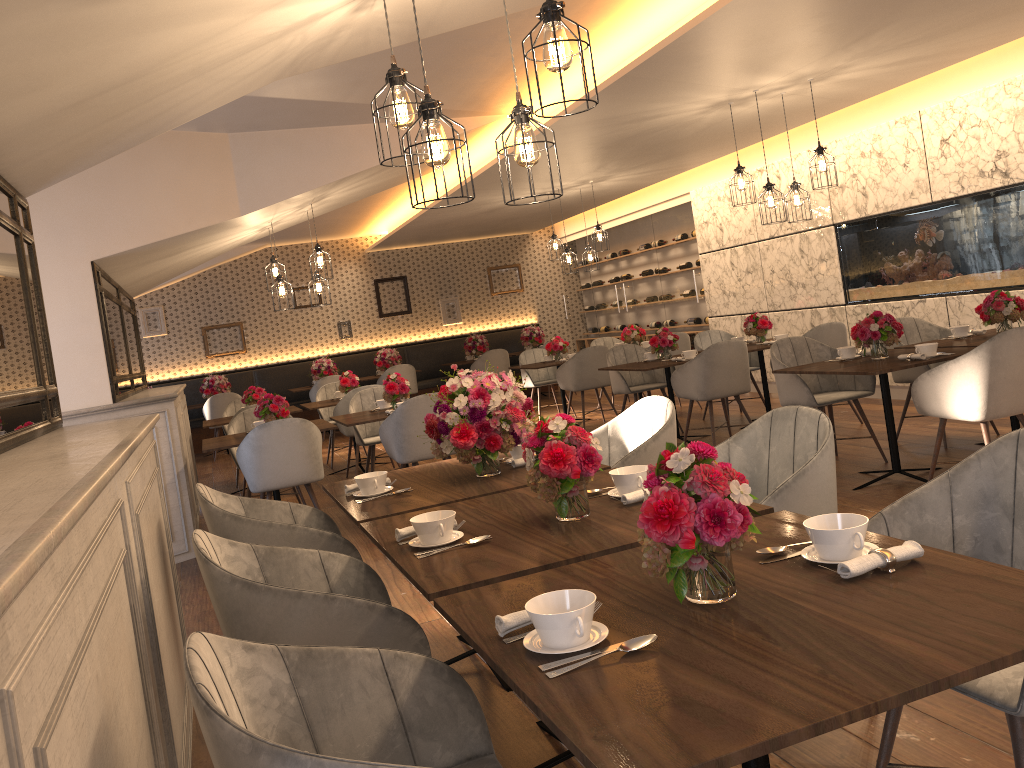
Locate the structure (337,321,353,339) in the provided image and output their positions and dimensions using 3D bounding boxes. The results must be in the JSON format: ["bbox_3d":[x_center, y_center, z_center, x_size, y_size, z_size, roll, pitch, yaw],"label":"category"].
[{"bbox_3d":[-2.634,-0.850,13.978,0.217,0.277,0.018,-9,1,-19],"label":"structure"}]

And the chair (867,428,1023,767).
[{"bbox_3d":[1.053,0.562,1.864,0.528,0.871,0.564,-9,2,-19],"label":"chair"}]

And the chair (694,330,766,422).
[{"bbox_3d":[2.106,-0.100,8.624,0.566,0.871,0.525,-9,2,-19],"label":"chair"}]

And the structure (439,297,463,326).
[{"bbox_3d":[-1.002,-1.195,14.548,0.341,0.439,0.034,-9,1,-19],"label":"structure"}]

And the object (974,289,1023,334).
[{"bbox_3d":[3.073,-0.459,5.563,0.305,0.301,0.235,-8,2,3],"label":"object"}]

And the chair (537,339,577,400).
[{"bbox_3d":[0.628,-0.237,13.399,0.566,0.871,0.525,-9,2,-19],"label":"chair"}]

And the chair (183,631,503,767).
[{"bbox_3d":[-0.180,0.781,1.409,0.528,0.871,0.564,-9,2,-19],"label":"chair"}]

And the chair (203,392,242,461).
[{"bbox_3d":[-3.805,0.543,11.834,0.566,0.871,0.525,-9,2,-19],"label":"chair"}]

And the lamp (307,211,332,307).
[{"bbox_3d":[-1.809,-1.704,7.683,0.175,2.069,0.175,-9,1,-17],"label":"lamp"}]

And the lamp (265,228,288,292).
[{"bbox_3d":[-2.207,-1.847,7.764,0.175,2.069,0.175,-9,1,-17],"label":"lamp"}]

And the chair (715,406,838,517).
[{"bbox_3d":[0.745,0.542,2.750,0.528,0.871,0.564,-9,2,-19],"label":"chair"}]

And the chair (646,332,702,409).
[{"bbox_3d":[1.715,-0.123,9.704,0.566,0.871,0.525,-9,2,-19],"label":"chair"}]

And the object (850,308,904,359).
[{"bbox_3d":[2.178,-0.302,5.277,0.304,0.301,0.235,-8,2,14],"label":"object"}]

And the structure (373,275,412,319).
[{"bbox_3d":[-1.916,-1.403,14.246,0.545,0.632,0.035,-9,1,-19],"label":"structure"}]

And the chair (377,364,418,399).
[{"bbox_3d":[-1.589,0.153,12.616,0.566,0.871,0.525,-9,2,-19],"label":"chair"}]

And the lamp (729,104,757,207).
[{"bbox_3d":[1.624,-2.392,6.743,0.175,2.069,0.175,-9,1,-17],"label":"lamp"}]

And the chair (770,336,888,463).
[{"bbox_3d":[2.057,0.113,5.873,0.566,0.871,0.525,-9,2,-19],"label":"chair"}]

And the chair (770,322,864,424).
[{"bbox_3d":[2.528,-0.069,7.365,0.566,0.871,0.525,-9,2,-19],"label":"chair"}]

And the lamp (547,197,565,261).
[{"bbox_3d":[0.379,-2.474,10.324,0.175,2.069,0.175,-9,1,-17],"label":"lamp"}]

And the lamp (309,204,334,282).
[{"bbox_3d":[-1.729,-1.888,7.370,0.175,2.069,0.175,-9,1,-17],"label":"lamp"}]

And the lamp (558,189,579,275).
[{"bbox_3d":[0.515,-2.276,10.017,0.175,2.069,0.175,-9,1,-17],"label":"lamp"}]

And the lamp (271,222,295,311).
[{"bbox_3d":[-2.070,-1.648,7.457,0.175,2.069,0.175,-9,1,-17],"label":"lamp"}]

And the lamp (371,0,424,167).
[{"bbox_3d":[-0.483,-1.733,2.806,0.175,2.069,0.175,-9,1,-17],"label":"lamp"}]

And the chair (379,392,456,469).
[{"bbox_3d":[-0.580,0.489,6.111,0.566,0.871,0.525,-9,2,-19],"label":"chair"}]

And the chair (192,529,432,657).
[{"bbox_3d":[-0.488,0.760,2.296,0.528,0.871,0.564,-9,2,-19],"label":"chair"}]

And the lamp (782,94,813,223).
[{"bbox_3d":[2.022,-2.250,6.663,0.175,2.069,0.175,-9,1,-17],"label":"lamp"}]

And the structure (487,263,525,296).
[{"bbox_3d":[-0.104,-1.754,14.879,0.603,0.485,0.032,-10,1,-19],"label":"structure"}]

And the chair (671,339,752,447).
[{"bbox_3d":[1.633,0.088,7.049,0.566,0.871,0.525,-9,2,-19],"label":"chair"}]

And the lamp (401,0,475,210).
[{"bbox_3d":[-0.347,-1.535,2.499,0.175,2.069,0.175,-9,1,-17],"label":"lamp"}]

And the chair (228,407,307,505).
[{"bbox_3d":[-1.940,0.623,7.039,0.566,0.871,0.525,-9,2,-19],"label":"chair"}]

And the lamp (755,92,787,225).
[{"bbox_3d":[1.760,-2.194,6.436,0.175,2.069,0.175,-9,1,-17],"label":"lamp"}]

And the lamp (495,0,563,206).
[{"bbox_3d":[-0.085,-1.591,2.725,0.175,2.069,0.175,-9,1,-17],"label":"lamp"}]

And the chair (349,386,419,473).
[{"bbox_3d":[-1.045,0.465,7.355,0.566,0.871,0.525,-9,2,-19],"label":"chair"}]

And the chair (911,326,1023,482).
[{"bbox_3d":[2.479,0.144,4.615,0.566,0.871,0.525,-9,2,-19],"label":"chair"}]

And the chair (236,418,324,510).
[{"bbox_3d":[-1.475,0.646,5.795,0.566,0.871,0.525,-9,2,-19],"label":"chair"}]

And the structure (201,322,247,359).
[{"bbox_3d":[-4.344,-0.663,13.369,0.603,0.485,0.032,-10,1,-19],"label":"structure"}]

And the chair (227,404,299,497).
[{"bbox_3d":[-2.238,0.596,7.989,0.566,0.871,0.525,-9,2,-19],"label":"chair"}]

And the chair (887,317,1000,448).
[{"bbox_3d":[2.952,-0.045,6.190,0.566,0.871,0.525,-9,2,-19],"label":"chair"}]

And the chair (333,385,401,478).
[{"bbox_3d":[-1.343,0.439,8.305,0.566,0.871,0.525,-9,2,-19],"label":"chair"}]

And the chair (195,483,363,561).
[{"bbox_3d":[-0.797,0.740,3.182,0.528,0.871,0.564,-9,2,-19],"label":"chair"}]

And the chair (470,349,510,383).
[{"bbox_3d":[-0.267,-0.079,13.083,0.566,0.871,0.525,-9,2,-19],"label":"chair"}]

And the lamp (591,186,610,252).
[{"bbox_3d":[0.857,-2.516,9.930,0.175,2.069,0.175,-9,1,-17],"label":"lamp"}]

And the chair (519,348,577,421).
[{"bbox_3d":[0.398,0.004,10.646,0.566,0.871,0.525,-9,2,-19],"label":"chair"}]

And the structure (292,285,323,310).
[{"bbox_3d":[-3.194,-1.357,13.803,0.450,0.344,0.015,-10,1,-19],"label":"structure"}]

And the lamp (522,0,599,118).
[{"bbox_3d":[-0.006,-1.775,2.412,0.175,2.069,0.175,-9,1,-17],"label":"lamp"}]

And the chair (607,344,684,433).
[{"bbox_3d":[1.211,0.057,8.307,0.566,0.871,0.525,-9,2,-19],"label":"chair"}]

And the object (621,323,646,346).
[{"bbox_3d":[1.415,-0.567,10.333,0.305,0.301,0.235,-8,2,3],"label":"object"}]

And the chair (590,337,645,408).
[{"bbox_3d":[1.293,-0.154,10.963,0.566,0.871,0.525,-9,2,-19],"label":"chair"}]

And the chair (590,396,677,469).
[{"bbox_3d":[0.437,0.522,3.637,0.528,0.871,0.564,-9,2,-19],"label":"chair"}]

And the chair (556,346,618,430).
[{"bbox_3d":[0.820,0.035,9.388,0.566,0.871,0.525,-9,2,-19],"label":"chair"}]

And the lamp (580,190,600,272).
[{"bbox_3d":[0.777,-2.332,10.243,0.175,2.069,0.175,-9,1,-17],"label":"lamp"}]

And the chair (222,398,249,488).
[{"bbox_3d":[-2.703,0.572,9.233,0.566,0.871,0.525,-9,2,-19],"label":"chair"}]

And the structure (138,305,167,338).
[{"bbox_3d":[-5.292,-0.919,13.050,0.341,0.439,0.034,-9,1,-19],"label":"structure"}]

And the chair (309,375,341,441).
[{"bbox_3d":[-2.484,0.310,12.300,0.566,0.871,0.525,-9,2,-19],"label":"chair"}]

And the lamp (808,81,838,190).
[{"bbox_3d":[2.101,-2.434,6.349,0.175,2.069,0.175,-9,1,-17],"label":"lamp"}]

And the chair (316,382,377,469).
[{"bbox_3d":[-1.808,0.415,9.549,0.566,0.871,0.525,-9,2,-19],"label":"chair"}]
